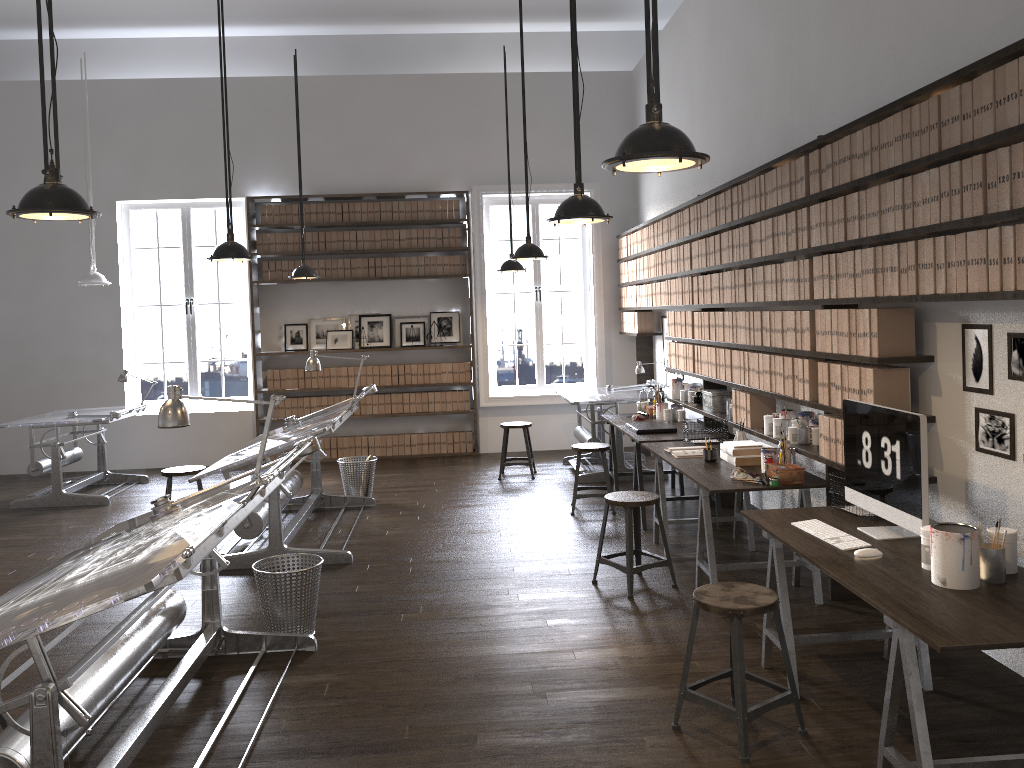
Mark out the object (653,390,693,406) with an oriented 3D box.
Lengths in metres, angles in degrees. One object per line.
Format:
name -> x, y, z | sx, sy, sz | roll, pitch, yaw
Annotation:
object -> 1.386, 0.123, 7.618 | 0.344, 0.146, 0.077 | -1, 3, 19

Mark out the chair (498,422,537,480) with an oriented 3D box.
chair -> 0.049, 0.650, 8.683 | 0.358, 0.527, 0.372 | -2, 3, 5

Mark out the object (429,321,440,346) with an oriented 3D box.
object -> -0.882, -0.577, 10.096 | 0.118, 0.304, 0.040 | -2, 2, -4

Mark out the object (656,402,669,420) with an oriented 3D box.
object -> 1.269, 0.229, 7.466 | 0.104, 0.141, 0.105 | -3, 3, -11

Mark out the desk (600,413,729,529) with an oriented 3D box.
desk -> 1.182, 0.661, 7.147 | 0.655, 0.668, 1.672 | -2, 4, -4

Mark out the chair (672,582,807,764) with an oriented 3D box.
chair -> 0.848, 1.053, 3.330 | 0.372, 0.527, 0.358 | -4, 3, -35

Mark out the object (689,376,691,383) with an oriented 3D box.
object -> 1.572, 0.025, 7.858 | 0.033, 0.184, 0.005 | -2, 2, -10

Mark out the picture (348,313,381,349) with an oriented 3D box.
picture -> -1.696, -0.609, 10.208 | 0.369, 0.405, 0.091 | -2, 2, -4

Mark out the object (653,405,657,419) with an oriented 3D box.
object -> 1.226, 0.239, 7.530 | 0.049, 0.111, 0.050 | -2, 2, -7

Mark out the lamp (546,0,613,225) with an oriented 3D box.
lamp -> 0.277, -1.880, 4.100 | 0.312, 2.249, 0.311 | -1, 2, 21

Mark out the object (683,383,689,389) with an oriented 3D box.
object -> 1.531, 0.059, 7.789 | 0.051, 0.139, 0.050 | -2, 2, -6

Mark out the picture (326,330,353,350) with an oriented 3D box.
picture -> -1.969, -0.501, 10.113 | 0.300, 0.229, 0.145 | -2, 2, -4

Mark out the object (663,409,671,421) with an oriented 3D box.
object -> 1.290, 0.256, 7.357 | 0.062, 0.094, 0.062 | 0, 3, 36

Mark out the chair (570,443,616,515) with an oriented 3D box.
chair -> 0.643, 0.756, 7.109 | 0.358, 0.527, 0.372 | -2, 3, 5

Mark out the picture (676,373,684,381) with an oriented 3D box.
picture -> 1.617, -0.134, 8.492 | 0.023, 0.183, 0.251 | -2, 4, -4

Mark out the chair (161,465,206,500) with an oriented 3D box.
chair -> -2.455, 0.901, 6.658 | 0.372, 0.527, 0.359 | -3, 3, -25

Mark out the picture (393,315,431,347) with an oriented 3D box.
picture -> -1.157, -0.606, 10.241 | 0.434, 0.360, 0.095 | -2, 2, -4

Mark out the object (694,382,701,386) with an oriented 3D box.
object -> 1.642, 0.052, 7.834 | 0.070, 0.130, 0.070 | 0, 3, 43

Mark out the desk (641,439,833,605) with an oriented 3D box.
desk -> 1.297, 0.799, 5.386 | 0.655, 0.668, 1.672 | -2, 4, -4

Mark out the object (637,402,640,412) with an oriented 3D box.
object -> 1.150, 0.212, 7.907 | 0.068, 0.104, 0.068 | -2, 3, 1

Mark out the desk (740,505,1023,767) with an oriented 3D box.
desk -> 1.438, 0.965, 3.251 | 0.655, 0.668, 1.672 | -2, 4, -4

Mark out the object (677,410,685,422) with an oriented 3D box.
object -> 1.389, 0.260, 7.262 | 0.062, 0.094, 0.062 | -4, 4, -44

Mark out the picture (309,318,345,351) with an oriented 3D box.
picture -> -2.124, -0.571, 10.177 | 0.415, 0.365, 0.083 | -2, 2, -4

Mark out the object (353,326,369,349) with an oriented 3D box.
object -> -1.708, -0.521, 10.021 | 0.174, 0.260, 0.040 | -2, 2, -4

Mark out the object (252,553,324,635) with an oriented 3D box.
object -> -1.132, 1.095, 4.505 | 0.353, 0.377, 0.354 | -1, 3, 18

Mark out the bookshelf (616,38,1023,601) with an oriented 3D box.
bookshelf -> 1.731, 0.215, 5.583 | 0.373, 3.200, 9.200 | -2, 4, -4

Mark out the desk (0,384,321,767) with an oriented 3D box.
desk -> -1.364, 0.689, 3.394 | 1.076, 1.384, 2.074 | -2, 4, -4

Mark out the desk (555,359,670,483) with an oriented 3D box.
desk -> 1.037, 0.317, 8.769 | 1.071, 1.096, 1.272 | -2, 3, -4

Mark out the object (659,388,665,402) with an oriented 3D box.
object -> 1.321, 0.149, 7.847 | 0.068, 0.229, 0.069 | -2, 2, -7

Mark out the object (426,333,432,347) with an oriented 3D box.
object -> -0.937, -0.502, 10.058 | 0.066, 0.165, 0.040 | -2, 2, -4

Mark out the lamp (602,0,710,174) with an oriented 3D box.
lamp -> 0.379, -1.759, 2.550 | 0.312, 2.249, 0.311 | -1, 2, 21

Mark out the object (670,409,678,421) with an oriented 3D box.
object -> 1.338, 0.258, 7.305 | 0.063, 0.093, 0.062 | -5, 4, -44

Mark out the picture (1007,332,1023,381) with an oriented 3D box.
picture -> 1.943, -0.100, 3.316 | 0.023, 0.183, 0.251 | -2, 4, -4

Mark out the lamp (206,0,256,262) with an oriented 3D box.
lamp -> -1.898, -1.944, 5.835 | 0.312, 2.249, 0.311 | -2, 2, 17

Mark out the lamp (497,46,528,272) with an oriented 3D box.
lamp -> -0.037, -2.249, 8.821 | 0.313, 2.249, 0.311 | -3, 2, -24

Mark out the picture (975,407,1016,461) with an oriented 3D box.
picture -> 1.939, 0.196, 3.550 | 0.023, 0.183, 0.251 | -2, 4, -4

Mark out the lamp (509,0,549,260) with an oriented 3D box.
lamp -> 0.095, -2.097, 6.878 | 0.313, 2.249, 0.311 | -3, 2, -24

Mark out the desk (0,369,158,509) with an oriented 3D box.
desk -> -4.020, 0.470, 8.499 | 1.171, 1.187, 1.272 | -2, 3, -4

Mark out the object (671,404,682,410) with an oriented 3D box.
object -> 1.379, 0.234, 7.425 | 0.094, 0.128, 0.095 | -2, 3, 0

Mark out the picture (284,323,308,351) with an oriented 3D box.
picture -> -2.478, -0.534, 10.174 | 0.267, 0.315, 0.058 | -2, 2, -4

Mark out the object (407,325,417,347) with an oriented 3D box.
object -> -1.133, -0.544, 10.072 | 0.124, 0.260, 0.040 | -2, 2, -4

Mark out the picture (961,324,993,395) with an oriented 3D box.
picture -> 1.923, -0.105, 3.650 | 0.022, 0.284, 0.202 | -2, 3, -4

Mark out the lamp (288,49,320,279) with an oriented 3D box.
lamp -> -2.085, -2.167, 8.692 | 0.313, 2.249, 0.311 | -3, 2, -24

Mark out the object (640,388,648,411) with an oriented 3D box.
object -> 1.165, 0.155, 7.837 | 0.068, 0.229, 0.069 | -2, 2, -7

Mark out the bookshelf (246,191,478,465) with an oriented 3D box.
bookshelf -> -1.672, -0.294, 10.185 | 2.473, 3.718, 0.413 | -2, 2, -4

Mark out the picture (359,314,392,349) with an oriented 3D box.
picture -> -1.568, -0.603, 10.164 | 0.373, 0.391, 0.149 | -2, 2, -4

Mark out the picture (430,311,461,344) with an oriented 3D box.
picture -> -0.772, -0.654, 10.236 | 0.343, 0.364, 0.161 | -2, 2, -4

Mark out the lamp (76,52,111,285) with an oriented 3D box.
lamp -> -4.096, -2.085, 8.558 | 0.313, 2.249, 0.311 | -3, 2, -24

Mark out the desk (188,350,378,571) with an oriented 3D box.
desk -> -1.583, 0.428, 6.738 | 1.076, 1.384, 2.285 | -2, 4, -4

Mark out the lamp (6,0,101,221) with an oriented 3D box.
lamp -> -1.727, -1.741, 3.237 | 0.312, 2.249, 0.311 | -1, 2, 21

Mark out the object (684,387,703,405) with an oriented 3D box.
object -> 1.544, 0.114, 7.368 | 0.236, 0.161, 0.107 | -5, 4, -38

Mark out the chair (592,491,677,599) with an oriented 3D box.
chair -> 0.703, 0.913, 5.135 | 0.359, 0.527, 0.372 | -4, 3, -30

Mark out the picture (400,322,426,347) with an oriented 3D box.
picture -> -1.141, -0.569, 10.202 | 0.289, 0.290, 0.127 | -2, 2, -4

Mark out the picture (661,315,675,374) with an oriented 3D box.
picture -> 1.572, -0.401, 8.891 | 0.040, 0.574, 0.416 | -2, 3, -4

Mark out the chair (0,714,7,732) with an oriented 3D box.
chair -> -2.236, 1.153, 3.435 | 0.358, 0.527, 0.372 | -1, 3, 25

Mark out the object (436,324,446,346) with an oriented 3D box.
object -> -0.814, -0.560, 10.129 | 0.110, 0.261, 0.040 | -2, 2, -4

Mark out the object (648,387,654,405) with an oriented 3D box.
object -> 1.236, 0.148, 7.841 | 0.068, 0.237, 0.069 | -2, 2, -7
